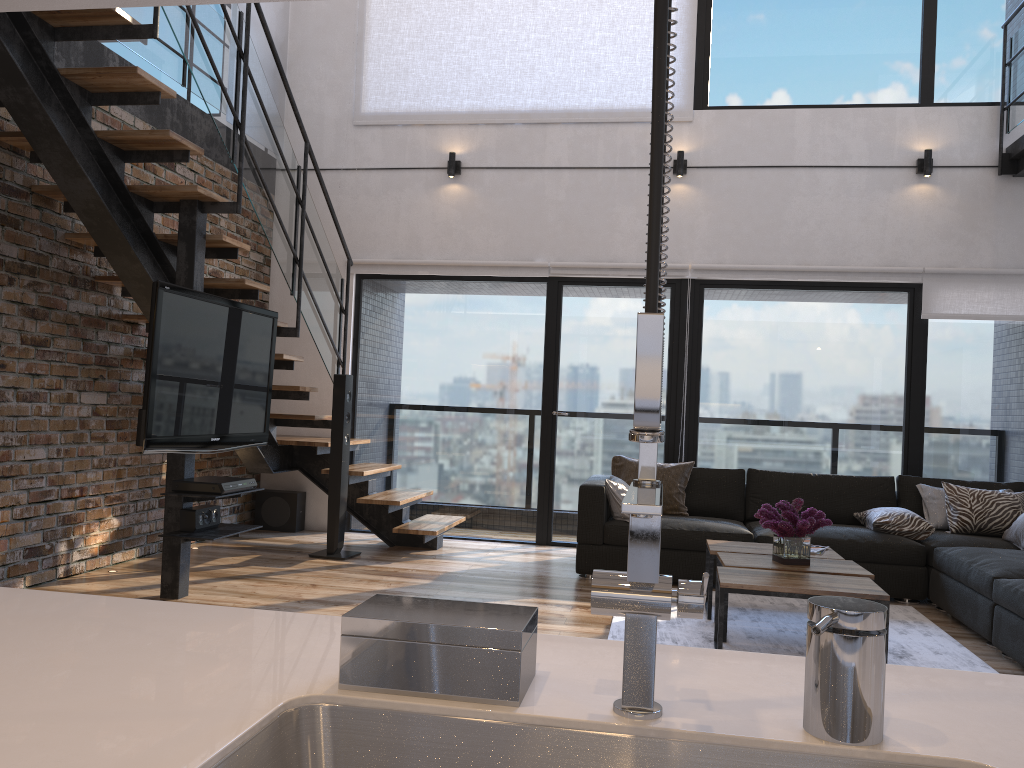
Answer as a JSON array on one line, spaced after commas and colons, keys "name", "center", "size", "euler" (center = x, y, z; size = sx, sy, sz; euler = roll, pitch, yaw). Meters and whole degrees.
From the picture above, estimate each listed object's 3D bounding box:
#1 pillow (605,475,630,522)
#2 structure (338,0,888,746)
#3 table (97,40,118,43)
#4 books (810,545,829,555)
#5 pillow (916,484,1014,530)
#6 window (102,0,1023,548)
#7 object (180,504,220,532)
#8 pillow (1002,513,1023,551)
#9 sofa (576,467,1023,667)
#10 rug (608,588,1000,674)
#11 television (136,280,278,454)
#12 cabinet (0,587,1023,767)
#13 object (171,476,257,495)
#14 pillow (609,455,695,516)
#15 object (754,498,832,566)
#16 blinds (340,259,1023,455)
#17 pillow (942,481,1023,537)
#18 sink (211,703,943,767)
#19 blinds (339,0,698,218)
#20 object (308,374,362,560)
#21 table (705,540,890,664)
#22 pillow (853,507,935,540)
[{"name": "pillow", "center": [0.710, 0.733, 5.675], "size": [0.212, 0.265, 0.499], "euler": [2, -2, 10]}, {"name": "structure", "center": [0.093, -0.062, 0.965], "size": [0.392, 0.812, 0.507], "euler": [3, -1, -41]}, {"name": "table", "center": [-3.169, -2.222, 5.541], "size": [0.743, 0.635, 1.861], "euler": [2, -2, 10]}, {"name": "books", "center": [1.530, 0.861, 4.644], "size": [0.228, 0.013, 0.295], "euler": [2, -2, 31]}, {"name": "pillow", "center": [2.891, 0.801, 5.609], "size": [0.611, 0.294, 0.235], "euler": [2, -1, 10]}, {"name": "window", "center": [0.858, -1.385, 4.920], "size": [13.396, 5.566, 5.665], "euler": [2, -1, 10]}, {"name": "object", "center": [-1.571, 0.677, 4.473], "size": [0.088, 0.112, 0.247], "euler": [2, -2, 10]}, {"name": "pillow", "center": [3.003, 0.795, 5.018], "size": [0.273, 0.309, 0.547], "euler": [2, -1, 9]}, {"name": "sofa", "center": [1.811, 0.884, 4.687], "size": [3.043, 0.700, 3.000], "euler": [2, -2, 10]}, {"name": "rug", "center": [1.283, 1.192, 4.127], "size": [1.636, 0.003, 2.114], "euler": [2, -2, 10]}, {"name": "television", "center": [-1.517, -0.043, 4.462], "size": [0.136, 0.783, 1.207], "euler": [2, -1, 10]}, {"name": "cabinet", "center": [-0.213, -0.219, 0.145], "size": [9.114, 2.871, 2.474], "euler": [2, -1, 10]}, {"name": "object", "center": [-1.487, 0.508, 4.457], "size": [0.275, 0.058, 0.360], "euler": [2, -2, 10]}, {"name": "pillow", "center": [0.919, 0.685, 5.982], "size": [0.609, 0.382, 0.265], "euler": [2, -1, 10]}, {"name": "object", "center": [1.328, 0.674, 4.190], "size": [0.341, 0.343, 0.375], "euler": [2, -1, 11]}, {"name": "blinds", "center": [1.288, 0.136, 6.492], "size": [5.368, 2.043, 0.096], "euler": [2, -1, 10]}, {"name": "pillow", "center": [2.928, 0.775, 5.444], "size": [0.531, 0.314, 0.250], "euler": [2, -1, 14]}, {"name": "sink", "center": [0.077, 0.447, 0.695], "size": [0.706, 0.203, 0.406], "euler": [2, -2, 10]}, {"name": "blinds", "center": [-1.144, -2.813, 6.033], "size": [10.205, 2.975, 1.995], "euler": [3, -1, -12]}, {"name": "object", "center": [-1.145, 0.540, 5.884], "size": [0.271, 1.206, 0.271], "euler": [2, -1, 15]}, {"name": "table", "center": [1.291, 1.018, 4.168], "size": [0.697, 0.350, 1.299], "euler": [2, -2, 10]}, {"name": "pillow", "center": [2.363, 0.859, 5.513], "size": [0.356, 0.177, 0.531], "euler": [2, -2, 8]}]
